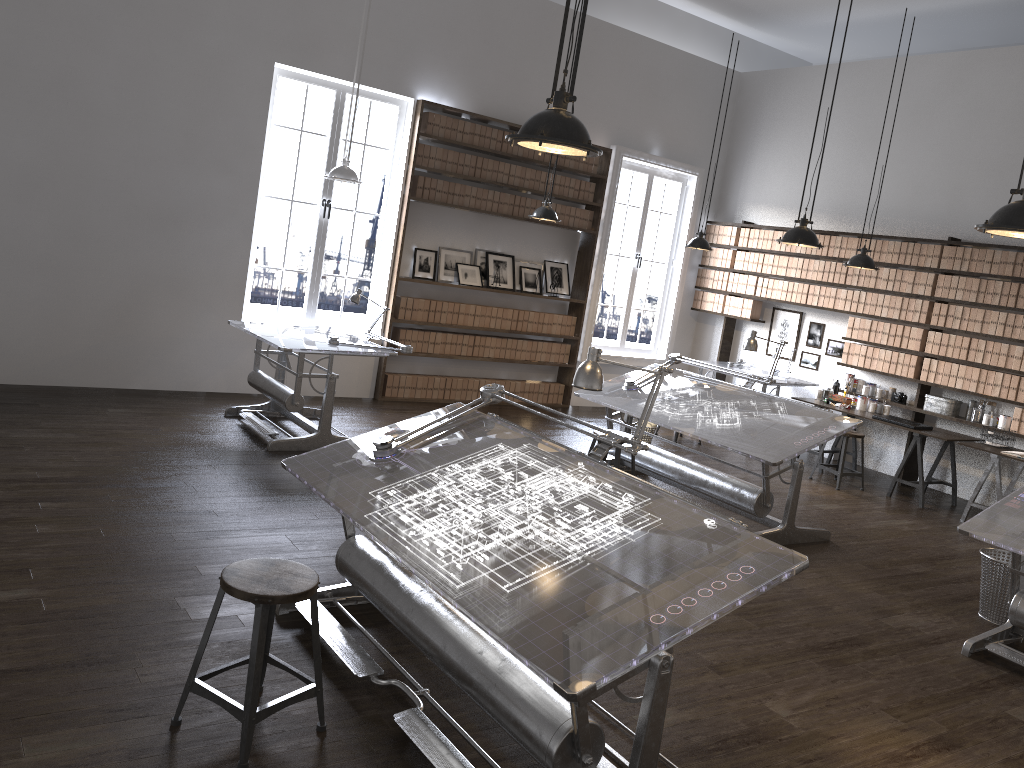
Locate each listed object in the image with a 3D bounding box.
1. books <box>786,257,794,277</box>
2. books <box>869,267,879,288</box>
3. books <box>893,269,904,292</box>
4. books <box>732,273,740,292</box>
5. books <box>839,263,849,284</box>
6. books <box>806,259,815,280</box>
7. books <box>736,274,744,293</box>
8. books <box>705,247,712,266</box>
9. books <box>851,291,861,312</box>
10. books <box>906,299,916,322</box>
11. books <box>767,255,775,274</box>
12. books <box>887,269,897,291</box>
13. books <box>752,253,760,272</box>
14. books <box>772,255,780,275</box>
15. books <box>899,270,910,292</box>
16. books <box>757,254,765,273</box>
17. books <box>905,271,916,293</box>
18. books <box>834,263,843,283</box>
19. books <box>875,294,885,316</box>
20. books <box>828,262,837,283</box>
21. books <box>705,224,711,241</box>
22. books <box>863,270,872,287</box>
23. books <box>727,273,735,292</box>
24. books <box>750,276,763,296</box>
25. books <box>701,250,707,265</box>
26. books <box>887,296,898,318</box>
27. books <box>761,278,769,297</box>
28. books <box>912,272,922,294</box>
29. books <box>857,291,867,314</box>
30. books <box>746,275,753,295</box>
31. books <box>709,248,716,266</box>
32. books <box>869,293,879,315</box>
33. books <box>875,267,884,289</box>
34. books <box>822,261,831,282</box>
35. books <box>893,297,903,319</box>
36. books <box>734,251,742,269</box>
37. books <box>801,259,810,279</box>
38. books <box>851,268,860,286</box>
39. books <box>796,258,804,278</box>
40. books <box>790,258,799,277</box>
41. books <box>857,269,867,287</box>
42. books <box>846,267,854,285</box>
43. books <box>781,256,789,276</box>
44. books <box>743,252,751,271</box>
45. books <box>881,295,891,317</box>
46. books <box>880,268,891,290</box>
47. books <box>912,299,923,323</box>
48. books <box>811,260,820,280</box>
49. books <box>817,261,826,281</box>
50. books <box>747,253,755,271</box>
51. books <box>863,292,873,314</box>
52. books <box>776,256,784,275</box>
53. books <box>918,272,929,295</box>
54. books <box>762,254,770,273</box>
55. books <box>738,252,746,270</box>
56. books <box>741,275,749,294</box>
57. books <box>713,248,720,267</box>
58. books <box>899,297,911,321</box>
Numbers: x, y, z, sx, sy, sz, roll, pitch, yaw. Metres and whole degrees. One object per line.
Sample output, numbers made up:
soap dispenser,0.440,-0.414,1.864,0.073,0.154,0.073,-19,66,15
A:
books,3.198,-1.312,10.017,0.174,0.224,0.067,4,7,-35
books,3.787,-1.090,9.155,0.174,0.225,0.067,4,7,-35
books,3.943,-1.032,8.937,0.174,0.224,0.067,4,7,-35
books,2.742,-1.205,10.640,0.174,0.224,0.067,4,7,-35
books,3.589,-1.164,9.444,0.174,0.225,0.067,4,7,-35
books,3.354,-1.254,9.795,0.174,0.224,0.067,4,7,-35
books,2.784,-1.190,10.586,0.174,0.224,0.067,4,7,-35
books,2.499,-1.579,11.025,0.174,0.225,0.067,4,7,-35
books,3.658,-0.860,9.305,0.174,0.224,0.067,4,7,-35
books,4.012,-0.729,8.804,0.174,0.224,0.067,4,7,-35
books,3.041,-1.370,10.239,0.174,0.224,0.067,4,7,-35
books,3.901,-1.047,8.992,0.174,0.225,0.067,4,7,-35
books,2.922,-1.416,10.421,0.174,0.224,0.067,4,7,-35
books,3.084,-1.355,10.184,0.174,0.224,0.067,4,7,-35
books,3.984,-1.018,8.882,0.174,0.224,0.067,4,7,-35
books,2.959,-1.401,10.357,0.174,0.225,0.067,4,7,-35
books,4.017,-1.003,8.821,0.174,0.225,0.067,4,7,-35
books,3.552,-1.180,9.508,0.174,0.224,0.067,4,7,-35
books,3.818,-0.801,9.077,0.174,0.225,0.067,4,7,-35
books,3.507,-1.196,9.568,0.174,0.224,0.067,4,7,-35
books,2.497,-1.867,11.062,0.174,0.225,0.067,4,7,-35
books,3.754,-1.104,9.213,0.174,0.224,0.067,4,7,-35
books,2.699,-1.220,10.697,0.174,0.224,0.067,4,7,-35
books,2.895,-1.147,10.413,0.174,0.225,0.067,4,7,-35
books,2.463,-1.594,11.084,0.174,0.224,0.067,4,7,-35
books,3.896,-0.772,8.969,0.174,0.224,0.067,4,7,-35
books,2.991,-1.104,10.275,0.174,0.225,0.067,4,7,-35
books,4.058,-0.989,8.770,0.174,0.224,0.067,4,7,-35
books,3.702,-0.845,9.249,0.174,0.224,0.067,4,7,-35
books,2.863,-1.160,10.467,0.174,0.224,0.067,4,7,-35
books,2.541,-1.564,10.967,0.174,0.224,0.067,4,7,-35
books,3.781,-0.815,9.136,0.174,0.224,0.067,4,7,-35
books,3.828,-1.076,9.104,0.174,0.224,0.067,4,7,-35
books,3.468,-1.209,9.617,0.174,0.225,0.067,4,7,-35
books,3.930,-0.758,8.913,0.174,0.225,0.067,4,7,-35
books,2.766,-1.474,10.641,0.174,0.224,0.067,4,7,-35
books,3.313,-1.269,9.850,0.174,0.224,0.067,4,7,-35
books,3.671,-1.134,9.326,0.174,0.224,0.067,4,7,-35
books,3.271,-1.284,9.905,0.174,0.225,0.067,4,7,-35
books,3.232,-1.299,9.965,0.174,0.224,0.067,4,7,-35
books,3.714,-1.119,9.271,0.174,0.224,0.067,4,7,-35
books,3.635,-1.148,9.387,0.174,0.224,0.067,4,7,-35
books,3.157,-1.326,10.068,0.174,0.225,0.067,4,7,-35
books,2.844,-1.443,10.521,0.174,0.225,0.067,4,7,-35
books,3.860,-0.785,9.019,0.174,0.224,0.067,4,7,-35
books,3.862,-1.062,9.052,0.174,0.224,0.067,4,7,-35
books,4.048,-0.714,8.744,0.174,0.224,0.067,4,7,-35
books,3.390,-1.239,9.736,0.174,0.224,0.067,4,7,-35
books,3.428,-1.224,9.675,0.174,0.224,0.067,4,7,-35
books,2.883,-1.430,10.472,0.174,0.224,0.067,4,7,-35
books,3.744,-0.830,9.194,0.174,0.224,0.067,4,7,-35
books,3.124,-1.340,10.127,0.174,0.224,0.067,4,7,-35
books,4.092,-0.976,8.718,0.174,0.224,0.067,4,7,-35
books,3.005,-1.385,10.300,0.174,0.224,0.067,4,7,-35
books,2.804,-1.459,10.580,0.174,0.224,0.067,4,7,-35
books,2.822,-1.175,10.528,0.174,0.224,0.067,4,7,-35
books,2.578,-1.551,10.917,0.174,0.224,0.067,4,7,-35
books,3.972,-0.744,8.861,0.174,0.224,0.067,4,7,-35
